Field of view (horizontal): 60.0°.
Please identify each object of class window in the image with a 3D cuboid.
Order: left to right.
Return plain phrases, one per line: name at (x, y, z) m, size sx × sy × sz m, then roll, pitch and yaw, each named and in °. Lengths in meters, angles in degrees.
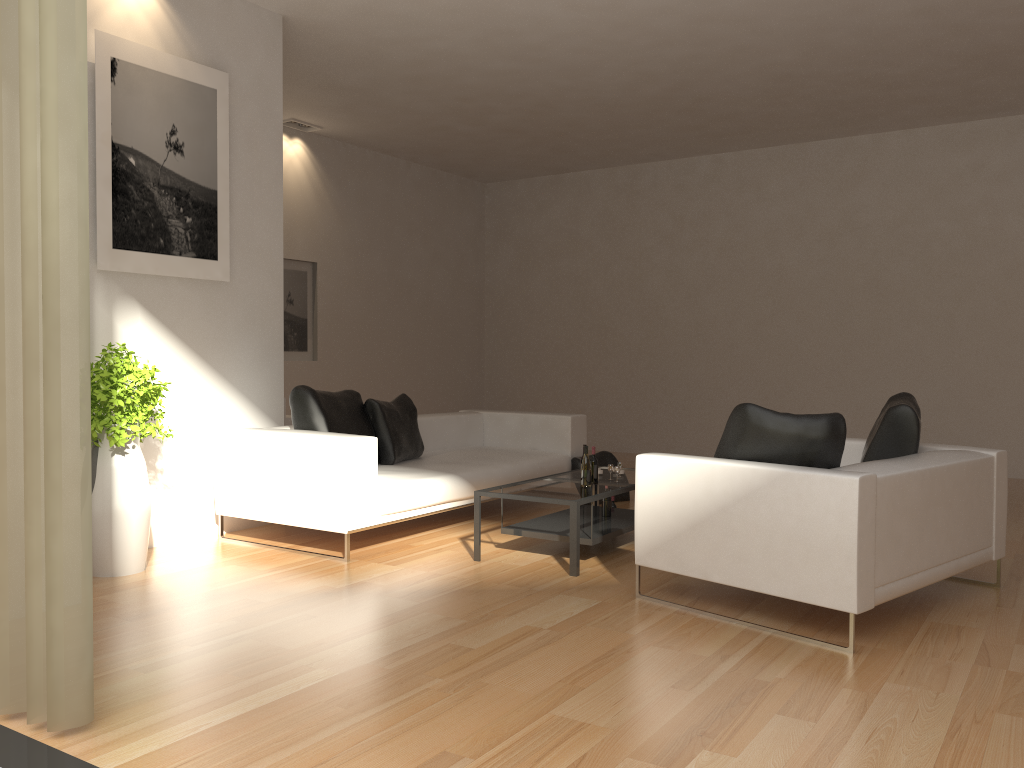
window at (-0.434, -0.459, 1.896) m, size 5.198 × 3.189 × 0.152 m, roll 1°, pitch 2°, yaw 33°

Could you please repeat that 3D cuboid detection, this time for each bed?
bed at (-0.645, 0.654, 6.900) m, size 1.262 × 0.761 × 3.075 m, roll 1°, pitch 2°, yaw 33°

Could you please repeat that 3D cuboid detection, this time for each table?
table at (0.494, 0.867, 5.835) m, size 0.709 × 0.460 × 1.566 m, roll 1°, pitch 2°, yaw 33°

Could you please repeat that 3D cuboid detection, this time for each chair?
chair at (1.626, 0.722, 4.686) m, size 1.671 × 0.761 × 1.262 m, roll -1°, pitch 2°, yaw -42°

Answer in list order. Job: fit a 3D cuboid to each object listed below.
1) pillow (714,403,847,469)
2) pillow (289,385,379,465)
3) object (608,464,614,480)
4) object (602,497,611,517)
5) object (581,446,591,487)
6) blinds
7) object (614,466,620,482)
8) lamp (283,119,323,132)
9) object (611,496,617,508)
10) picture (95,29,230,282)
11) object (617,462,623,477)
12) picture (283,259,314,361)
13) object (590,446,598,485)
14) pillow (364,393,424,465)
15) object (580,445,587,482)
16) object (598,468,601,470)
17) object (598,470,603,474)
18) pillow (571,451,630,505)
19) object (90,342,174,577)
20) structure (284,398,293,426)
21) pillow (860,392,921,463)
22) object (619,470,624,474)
pillow at (1.261, 0.389, 4.276) m, size 0.660 × 0.598 × 0.291 m, roll 1°, pitch 2°, yaw 22°
pillow at (-1.238, 0.332, 6.244) m, size 0.346 × 0.666 × 0.755 m, roll 1°, pitch 2°, yaw 19°
object at (0.655, 0.585, 5.894) m, size 0.039 × 0.101 × 0.039 m, roll 0°, pitch 2°, yaw -9°
object at (0.637, 0.789, 5.978) m, size 0.065 × 0.217 × 0.065 m, roll 1°, pitch 2°, yaw 15°
object at (0.467, 0.519, 5.597) m, size 0.068 × 0.257 × 0.067 m, roll -1°, pitch 2°, yaw -39°
blinds at (-2.010, -0.828, 3.170) m, size 1.409 × 3.861 × 0.143 m, roll 1°, pitch 2°, yaw 30°
object at (0.685, 0.589, 5.779) m, size 0.039 × 0.101 × 0.039 m, roll 0°, pitch 2°, yaw -15°
lamp at (-2.301, -2.875, 9.613) m, size 0.243 × 0.166 × 0.446 m, roll 1°, pitch 2°, yaw 33°
object at (0.742, 0.931, 6.526) m, size 0.059 × 0.244 × 0.059 m, roll 0°, pitch 2°, yaw 10°
picture at (-2.225, -1.415, 5.725) m, size 0.004 × 1.431 × 0.979 m, roll 1°, pitch 2°, yaw 33°
object at (0.734, 0.582, 6.025) m, size 0.039 × 0.101 × 0.039 m, roll 0°, pitch 2°, yaw -9°
picture at (-2.467, -0.811, 9.787) m, size 0.005 × 1.155 × 0.802 m, roll 1°, pitch 2°, yaw 33°
object at (0.524, 0.524, 5.695) m, size 0.059 × 0.244 × 0.059 m, roll 1°, pitch 2°, yaw 33°
pillow at (-0.901, 0.343, 6.800) m, size 0.270 × 0.524 × 0.628 m, roll 1°, pitch 2°, yaw 17°
object at (0.475, 0.520, 5.789) m, size 0.057 × 0.248 × 0.057 m, roll -1°, pitch 2°, yaw -39°
object at (0.601, 0.607, 6.259) m, size 0.052 × 0.021 × 0.052 m, roll 0°, pitch 2°, yaw 11°
object at (0.606, 0.610, 6.163) m, size 0.052 × 0.021 × 0.052 m, roll 0°, pitch 2°, yaw 11°
pillow at (0.740, 0.822, 7.664) m, size 0.503 × 0.457 × 0.340 m, roll -1°, pitch 2°, yaw -38°
object at (-2.270, 0.419, 5.097) m, size 0.570 × 1.324 × 0.631 m, roll -1°, pitch 2°, yaw -42°
structure at (-3.300, 0.323, 6.744) m, size 1.839 × 1.403 × 4.625 m, roll 1°, pitch 2°, yaw 33°
pillow at (2.076, 0.380, 4.888) m, size 0.324 × 0.666 × 0.506 m, roll 1°, pitch 2°, yaw 23°
object at (0.754, 0.611, 6.159) m, size 0.052 × 0.021 × 0.052 m, roll -1°, pitch 2°, yaw -34°
